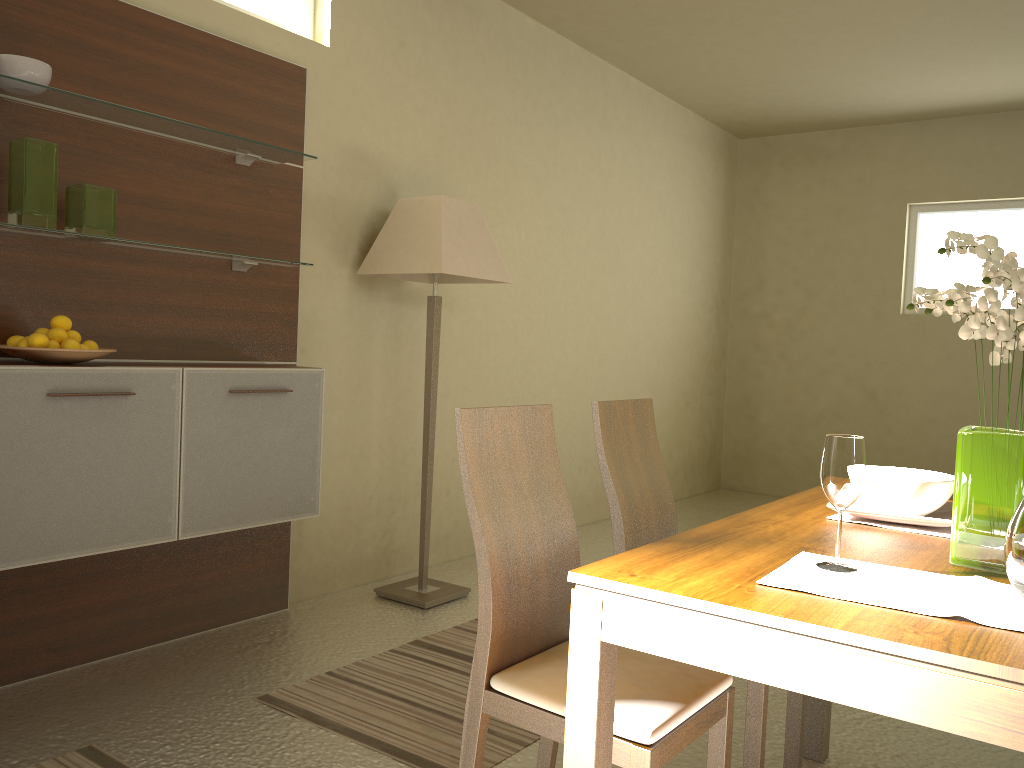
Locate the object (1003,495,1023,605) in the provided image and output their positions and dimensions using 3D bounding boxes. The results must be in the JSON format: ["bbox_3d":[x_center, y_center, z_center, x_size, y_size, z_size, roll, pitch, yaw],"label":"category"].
[{"bbox_3d":[0.804,0.127,1.274,0.156,0.426,0.156,2,3,-13],"label":"object"}]

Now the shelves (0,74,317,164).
[{"bbox_3d":[-1.563,-0.862,2.466,0.255,0.008,2.463,4,3,35],"label":"shelves"}]

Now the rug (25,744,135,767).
[{"bbox_3d":[-1.293,1.027,1.553,0.842,0.007,1.613,4,3,36],"label":"rug"}]

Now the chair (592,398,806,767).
[{"bbox_3d":[0.497,0.567,2.386,0.507,1.017,0.404,4,3,33],"label":"chair"}]

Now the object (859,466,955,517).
[{"bbox_3d":[0.898,0.255,2.050,0.233,0.101,0.233,4,3,24],"label":"object"}]

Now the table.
[{"bbox_3d":[0.890,0.725,1.753,1.000,0.790,1.411,4,3,35],"label":"table"}]

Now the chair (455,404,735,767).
[{"bbox_3d":[0.164,0.572,1.898,0.507,1.017,0.404,4,3,35],"label":"chair"}]

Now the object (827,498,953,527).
[{"bbox_3d":[0.896,0.295,2.051,0.283,0.033,0.283,4,3,29],"label":"object"}]

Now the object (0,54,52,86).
[{"bbox_3d":[-1.446,-0.906,2.610,0.163,0.077,0.163,2,2,-6],"label":"object"}]

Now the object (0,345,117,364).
[{"bbox_3d":[-1.387,-0.086,2.699,0.337,0.053,0.337,2,3,-23],"label":"object"}]

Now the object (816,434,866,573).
[{"bbox_3d":[0.572,0.205,1.542,0.075,0.232,0.075,2,2,-6],"label":"object"}]

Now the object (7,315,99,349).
[{"bbox_3d":[-1.390,-0.140,2.680,0.230,0.139,0.259,3,2,5],"label":"object"}]

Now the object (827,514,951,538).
[{"bbox_3d":[1.040,0.322,1.963,0.589,0.010,0.287,5,3,39],"label":"object"}]

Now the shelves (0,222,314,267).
[{"bbox_3d":[-1.582,-0.455,2.484,0.255,0.008,2.463,4,3,35],"label":"shelves"}]

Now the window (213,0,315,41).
[{"bbox_3d":[0.413,-0.352,0.633,6.429,3.000,4.466,4,3,33],"label":"window"}]

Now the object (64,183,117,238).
[{"bbox_3d":[-1.332,-0.542,2.806,0.112,0.160,0.111,4,3,35],"label":"object"}]

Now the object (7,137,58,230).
[{"bbox_3d":[-1.424,-0.591,2.635,0.099,0.259,0.099,4,3,35],"label":"object"}]

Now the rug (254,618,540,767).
[{"bbox_3d":[-0.006,1.016,3.213,0.843,0.010,1.613,4,3,36],"label":"rug"}]

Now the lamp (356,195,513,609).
[{"bbox_3d":[-0.367,0.073,4.000,0.499,1.782,0.499,4,3,35],"label":"lamp"}]

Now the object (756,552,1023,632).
[{"bbox_3d":[0.716,0.332,1.385,0.589,0.010,0.287,4,3,32],"label":"object"}]

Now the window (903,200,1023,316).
[{"bbox_3d":[3.907,-0.895,6.320,2.025,0.848,0.100,4,3,35],"label":"window"}]

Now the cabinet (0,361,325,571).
[{"bbox_3d":[-1.565,0.225,2.479,0.372,0.570,2.463,4,3,35],"label":"cabinet"}]

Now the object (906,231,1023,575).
[{"bbox_3d":[0.879,0.031,1.615,0.304,0.608,0.302,5,3,39],"label":"object"}]
